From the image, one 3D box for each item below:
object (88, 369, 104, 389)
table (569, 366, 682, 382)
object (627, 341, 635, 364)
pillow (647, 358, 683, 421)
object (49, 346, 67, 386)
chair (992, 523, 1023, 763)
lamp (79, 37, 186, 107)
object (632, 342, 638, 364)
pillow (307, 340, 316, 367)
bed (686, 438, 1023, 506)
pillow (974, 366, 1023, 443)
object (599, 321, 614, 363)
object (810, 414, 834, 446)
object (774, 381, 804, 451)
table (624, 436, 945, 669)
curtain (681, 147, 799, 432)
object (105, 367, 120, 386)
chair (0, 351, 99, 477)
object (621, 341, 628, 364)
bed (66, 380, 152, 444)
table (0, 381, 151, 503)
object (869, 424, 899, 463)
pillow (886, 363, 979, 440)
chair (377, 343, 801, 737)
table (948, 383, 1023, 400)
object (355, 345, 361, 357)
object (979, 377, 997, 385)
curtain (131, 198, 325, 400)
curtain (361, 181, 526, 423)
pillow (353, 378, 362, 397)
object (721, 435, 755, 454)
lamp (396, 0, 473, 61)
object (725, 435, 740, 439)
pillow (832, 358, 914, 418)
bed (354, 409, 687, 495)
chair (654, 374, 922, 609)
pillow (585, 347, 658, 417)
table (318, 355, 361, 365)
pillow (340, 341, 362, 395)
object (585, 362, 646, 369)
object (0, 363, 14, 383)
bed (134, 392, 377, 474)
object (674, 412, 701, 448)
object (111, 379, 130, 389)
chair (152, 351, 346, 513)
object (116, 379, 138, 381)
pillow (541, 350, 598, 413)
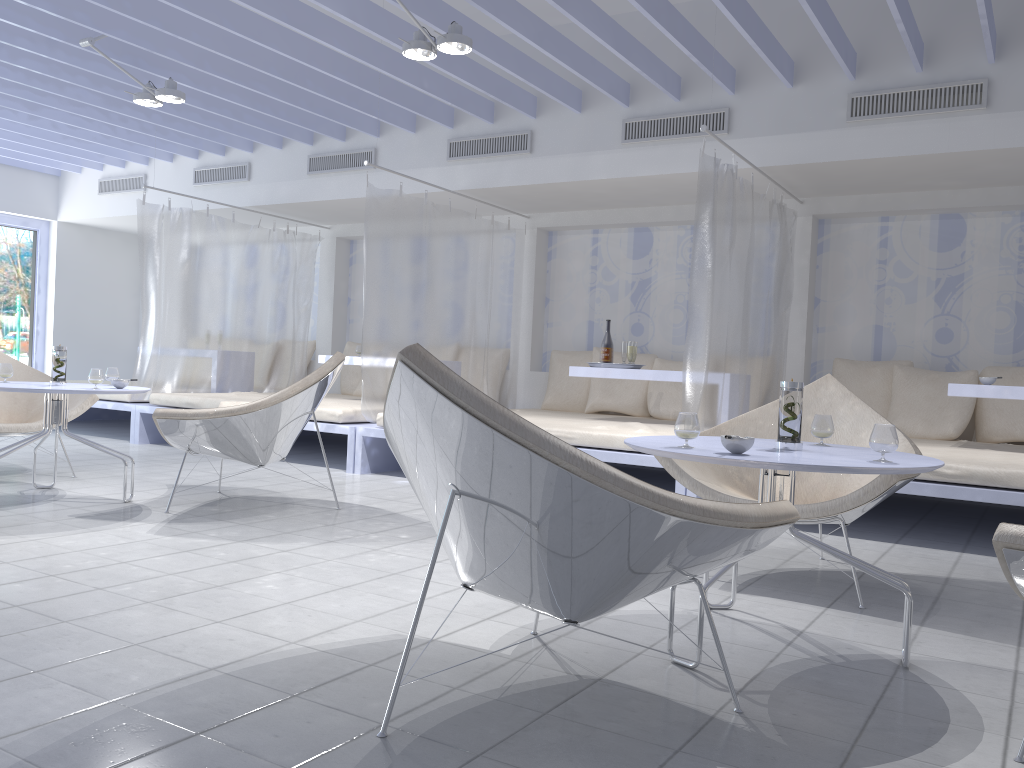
[{"bbox_3d":[-1.876,-0.023,4.001,0.068,0.091,0.068,2,1,-30],"label":"object"},{"bbox_3d":[0.921,0.138,5.649,1.065,0.450,0.416,3,1,31],"label":"table"},{"bbox_3d":[0.764,-0.189,5.722,0.059,0.174,0.059,3,1,-1],"label":"object"},{"bbox_3d":[1.245,0.034,6.467,0.528,0.482,0.307,3,1,27],"label":"pillow"},{"bbox_3d":[-2.139,-0.088,4.189,0.075,0.189,0.075,3,1,23],"label":"object"},{"bbox_3d":[1.478,0.381,1.716,0.906,0.759,0.753,2,1,-44],"label":"chair"},{"bbox_3d":[-2.251,-1.832,5.217,0.380,0.218,0.587,3,1,31],"label":"lamp"},{"bbox_3d":[0.792,-0.188,5.780,0.059,0.174,0.059,3,1,-1],"label":"object"},{"bbox_3d":[-2.182,-0.184,8.663,0.572,0.510,0.231,3,1,32],"label":"pillow"},{"bbox_3d":[2.345,0.535,4.766,2.200,0.427,2.016,3,1,31],"label":"bed"},{"bbox_3d":[3.101,0.119,5.400,0.233,0.527,0.537,2,1,-39],"label":"pillow"},{"bbox_3d":[0.629,-0.271,5.853,0.092,0.302,0.092,3,1,-1],"label":"object"},{"bbox_3d":[0.925,0.137,2.643,0.068,0.091,0.068,3,1,21],"label":"object"},{"bbox_3d":[0.763,0.087,2.433,0.075,0.185,0.075,3,1,-6],"label":"object"},{"bbox_3d":[0.706,0.444,2.417,0.823,0.534,0.825,3,1,8],"label":"table"},{"bbox_3d":[1.418,-0.413,5.283,0.151,1.552,2.050,3,1,31],"label":"curtain"},{"bbox_3d":[-2.009,-0.038,4.458,0.068,0.091,0.068,3,1,24],"label":"object"},{"bbox_3d":[-2.865,0.114,4.870,0.753,0.759,0.906,4,1,42],"label":"chair"},{"bbox_3d":[0.737,-0.192,5.814,0.059,0.174,0.059,3,1,-1],"label":"object"},{"bbox_3d":[-3.297,0.202,8.224,2.200,0.422,2.022,3,1,31],"label":"bed"},{"bbox_3d":[-2.150,0.274,4.161,0.823,0.534,0.825,3,1,22],"label":"table"},{"bbox_3d":[0.912,0.145,2.176,0.068,0.091,0.068,3,1,21],"label":"object"},{"bbox_3d":[2.640,0.117,5.616,0.528,0.482,0.307,4,1,36],"label":"pillow"},{"bbox_3d":[0.043,0.307,1.944,0.753,0.759,0.906,2,1,-41],"label":"chair"},{"bbox_3d":[2.810,0.250,4.497,1.065,0.450,0.416,3,1,31],"label":"table"},{"bbox_3d":[-1.222,-0.263,7.113,0.068,0.091,0.068,2,1,-33],"label":"object"},{"bbox_3d":[2.534,-0.014,4.725,0.082,0.043,0.082,3,1,-7],"label":"object"},{"bbox_3d":[-2.349,-0.637,7.580,0.151,1.552,2.050,3,1,31],"label":"curtain"},{"bbox_3d":[-0.438,-0.503,6.461,0.125,1.559,1.998,3,1,30],"label":"curtain"},{"bbox_3d":[-1.125,-0.107,7.912,0.528,0.482,0.307,4,1,36],"label":"pillow"},{"bbox_3d":[0.558,0.152,2.198,0.082,0.043,0.082,3,1,33],"label":"object"},{"bbox_3d":[-0.469,-1.726,4.130,0.380,0.218,0.587,3,1,31],"label":"lamp"},{"bbox_3d":[0.539,0.131,2.173,0.012,0.016,0.098,3,1,31],"label":"object"},{"bbox_3d":[2.397,0.087,5.870,0.572,0.510,0.231,3,1,31],"label":"pillow"},{"bbox_3d":[0.469,0.426,5.928,2.200,0.422,2.022,3,1,31],"label":"bed"},{"bbox_3d":[1.075,0.332,3.321,0.906,0.759,0.753,3,1,35],"label":"chair"},{"bbox_3d":[0.844,-0.015,6.777,0.537,0.527,0.233,3,1,11],"label":"pillow"},{"bbox_3d":[-0.952,0.027,6.791,1.065,0.450,0.416,3,1,31],"label":"table"},{"bbox_3d":[-1.368,-0.136,8.166,0.572,0.510,0.231,3,1,31],"label":"pillow"},{"bbox_3d":[0.675,-0.118,5.808,0.429,0.031,0.275,3,1,33],"label":"object"},{"bbox_3d":[-2.406,-0.052,4.212,0.068,0.091,0.068,2,1,-36],"label":"object"},{"bbox_3d":[-1.421,0.311,7.062,2.200,0.427,2.016,3,1,31],"label":"bed"},{"bbox_3d":[0.457,0.120,2.315,0.068,0.091,0.068,3,1,21],"label":"object"},{"bbox_3d":[-1.835,0.001,4.152,0.082,0.043,0.082,3,1,0],"label":"object"},{"bbox_3d":[-1.181,0.206,4.271,0.753,0.759,0.906,3,1,1],"label":"chair"},{"bbox_3d":[-1.803,-0.018,4.148,0.098,0.016,0.012,3,1,-2],"label":"object"},{"bbox_3d":[0.488,-0.013,7.022,0.524,0.521,0.230,3,1,33],"label":"pillow"}]
